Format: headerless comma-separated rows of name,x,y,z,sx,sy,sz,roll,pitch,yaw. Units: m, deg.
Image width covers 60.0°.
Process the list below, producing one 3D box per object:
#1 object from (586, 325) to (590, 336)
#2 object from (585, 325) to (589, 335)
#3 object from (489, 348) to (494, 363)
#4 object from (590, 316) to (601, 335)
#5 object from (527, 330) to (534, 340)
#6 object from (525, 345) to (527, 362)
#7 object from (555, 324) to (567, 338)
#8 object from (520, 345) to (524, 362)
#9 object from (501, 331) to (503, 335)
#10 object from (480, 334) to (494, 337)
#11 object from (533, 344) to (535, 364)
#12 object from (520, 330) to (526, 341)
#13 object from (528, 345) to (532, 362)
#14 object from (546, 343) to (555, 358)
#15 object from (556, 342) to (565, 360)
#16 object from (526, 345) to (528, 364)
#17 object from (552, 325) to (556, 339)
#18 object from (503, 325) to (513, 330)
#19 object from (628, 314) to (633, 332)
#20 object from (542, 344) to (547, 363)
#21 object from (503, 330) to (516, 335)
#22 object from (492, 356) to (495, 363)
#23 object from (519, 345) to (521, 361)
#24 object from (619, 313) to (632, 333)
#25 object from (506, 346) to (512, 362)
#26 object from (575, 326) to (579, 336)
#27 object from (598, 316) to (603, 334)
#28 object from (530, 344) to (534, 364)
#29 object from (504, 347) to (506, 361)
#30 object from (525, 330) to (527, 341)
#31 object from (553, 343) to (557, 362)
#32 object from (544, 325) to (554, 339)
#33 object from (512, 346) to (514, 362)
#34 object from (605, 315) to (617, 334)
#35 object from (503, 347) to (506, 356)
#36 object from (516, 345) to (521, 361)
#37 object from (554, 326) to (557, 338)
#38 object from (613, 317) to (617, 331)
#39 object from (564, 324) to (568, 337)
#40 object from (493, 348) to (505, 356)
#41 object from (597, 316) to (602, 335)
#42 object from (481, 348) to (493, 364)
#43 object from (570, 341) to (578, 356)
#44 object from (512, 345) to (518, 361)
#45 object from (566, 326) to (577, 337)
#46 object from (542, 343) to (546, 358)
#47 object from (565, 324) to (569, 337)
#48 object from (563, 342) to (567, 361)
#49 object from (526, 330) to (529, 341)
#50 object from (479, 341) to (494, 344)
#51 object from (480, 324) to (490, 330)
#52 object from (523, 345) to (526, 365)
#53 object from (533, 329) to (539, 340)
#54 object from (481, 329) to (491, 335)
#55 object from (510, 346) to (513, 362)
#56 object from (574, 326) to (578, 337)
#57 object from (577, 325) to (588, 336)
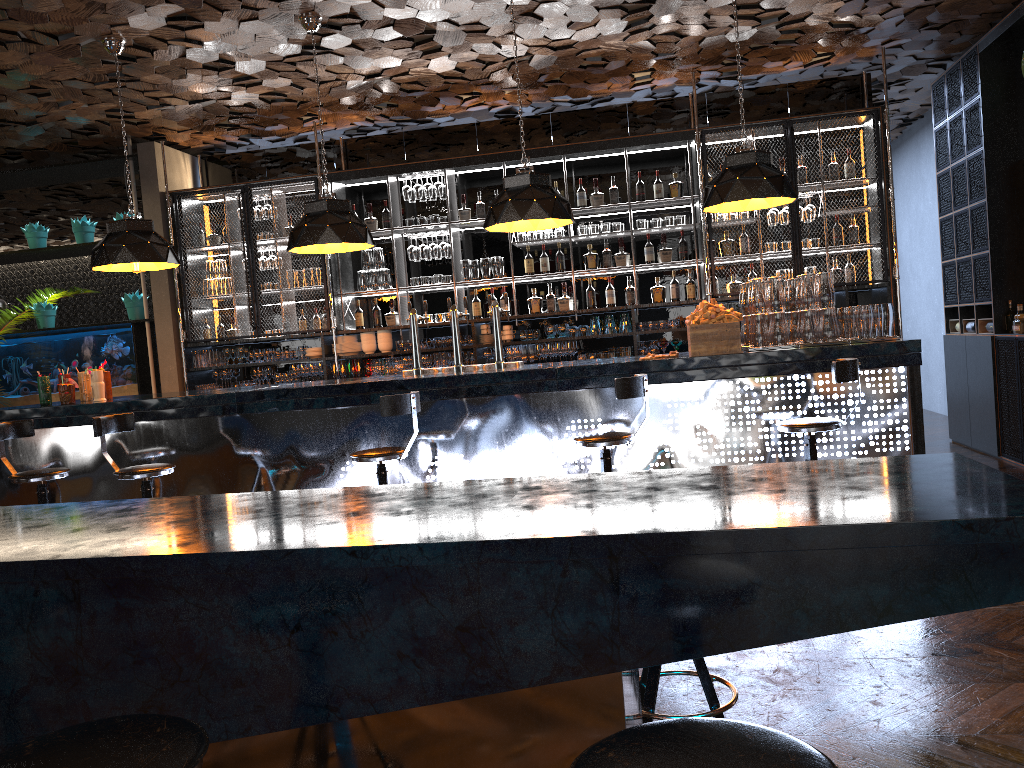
object,0.689,-0.503,8.374,0.098,0.097,0.098,-5,3,-4
object,0.666,-0.497,8.274,0.098,0.097,0.098,-3,3,34
object,-0.209,-0.229,8.485,0.108,0.227,0.108,-5,3,-11
object,0.756,-0.535,8.124,0.115,0.172,0.101,-3,3,39
object,0.169,-0.457,8.282,0.058,0.099,0.067,-7,4,-45
object,0.128,-0.255,8.412,0.049,0.231,0.049,-7,4,-44
object,0.458,-0.492,8.231,0.108,0.126,0.108,-2,4,44
object,0.099,-0.247,8.287,0.049,0.231,0.049,-4,3,21
object,-0.064,-0.476,8.452,0.094,0.069,0.105,-5,3,-13
object,-0.242,-0.455,8.406,0.149,0.026,0.148,-4,3,16
object,0.201,-0.261,8.402,0.049,0.231,0.049,-4,3,18
object,0.103,-0.450,8.254,0.067,0.099,0.058,-7,3,-35
object,0.173,-0.252,8.275,0.049,0.231,0.049,-4,3,5
object,0.359,-0.266,8.268,0.091,0.229,0.091,-6,3,-33
object,0.449,-0.273,8.252,0.091,0.229,0.091,-3,3,37
object,0.133,-0.258,8.477,0.049,0.231,0.049,-5,3,-1
object,0.370,-0.491,8.368,0.100,0.125,0.100,-6,3,-33
object,-0.040,-0.518,8.346,0.094,0.068,0.106,-4,3,10
object,1.052,-0.562,8.191,0.115,0.172,0.101,-5,3,-6
object,0.319,-0.268,8.390,0.091,0.229,0.091,-3,3,30
object,-0.032,-0.474,8.358,0.106,0.069,0.094,-7,3,-39
object,-0.188,-0.236,8.606,0.108,0.227,0.108,-2,4,41
object,0.075,-0.256,8.497,0.058,0.234,0.058,-5,3,-13
object,1.026,-0.555,8.077,0.101,0.172,0.115,-3,3,39
object,-0.025,-0.239,8.318,0.058,0.234,0.058,-7,3,-37
object,0.595,-0.500,8.469,0.098,0.097,0.098,-5,3,1
object,0.797,-0.549,8.363,0.115,0.172,0.101,-5,3,-6
object,0.185,-0.256,8.339,0.049,0.231,0.049,-4,3,14
object,-0.077,-0.244,8.587,0.108,0.227,0.108,-7,4,-44
object,0.112,-0.454,8.322,0.067,0.099,0.058,-6,3,-21
object,0.413,-0.275,8.373,0.091,0.229,0.091,-2,4,42
object,0.349,-0.484,8.247,0.100,0.125,0.100,-7,4,-41
object,0.002,-0.249,8.473,0.058,0.234,0.058,-5,3,-15
object,0.895,-0.545,8.091,0.115,0.172,0.101,-5,3,-6
object,-0.097,-0.237,8.466,0.108,0.227,0.108,-6,3,-26
object,0.058,-0.250,8.409,0.058,0.234,0.058,-2,4,43
object,0.387,-0.498,8.485,0.100,0.125,0.100,-4,3,23
object,0.911,-0.552,8.218,0.101,0.172,0.115,-3,3,39
object,0.479,-0.499,8.345,0.108,0.126,0.108,-5,3,5
object,-0.120,-0.230,8.350,0.108,0.227,0.108,-6,3,-20
object,0.771,-0.542,8.244,0.115,0.172,0.101,-4,3,19
object,-0.233,-0.221,8.369,0.108,0.227,0.108,-5,3,1
object,0.588,-0.294,8.461,0.091,0.229,0.091,-4,3,7
object,0.033,-0.244,8.317,0.058,0.234,0.058,-4,3,13
object,0.551,-0.483,8.190,0.098,0.097,0.098,-5,3,-11
object,0.303,-0.273,8.507,0.091,0.229,0.091,-7,4,-45
object,0.497,-0.507,8.466,0.108,0.126,0.108,-6,3,-19
object,0.506,-0.282,8.355,0.091,0.229,0.091,-5,3,3
object,0.150,-0.462,8.413,0.058,0.099,0.067,-4,3,12
object,-0.235,-0.390,8.410,0.149,0.022,0.149,-6,3,-22
object,-0.255,-0.530,8.402,0.094,0.069,0.106,-4,3,16
object,0.111,-0.251,8.353,0.049,0.231,0.049,-4,3,18
object,0.225,-0.466,8.379,0.058,0.099,0.067,-4,3,22
object,-0.241,-0.487,8.403,0.107,0.070,0.094,-2,3,40
object,-0.009,-0.245,8.401,0.058,0.234,0.058,-3,3,32
object,0.570,-0.490,8.290,0.098,0.097,0.098,-7,4,-42
object,0.652,-0.491,8.167,0.098,0.097,0.098,-2,4,44
